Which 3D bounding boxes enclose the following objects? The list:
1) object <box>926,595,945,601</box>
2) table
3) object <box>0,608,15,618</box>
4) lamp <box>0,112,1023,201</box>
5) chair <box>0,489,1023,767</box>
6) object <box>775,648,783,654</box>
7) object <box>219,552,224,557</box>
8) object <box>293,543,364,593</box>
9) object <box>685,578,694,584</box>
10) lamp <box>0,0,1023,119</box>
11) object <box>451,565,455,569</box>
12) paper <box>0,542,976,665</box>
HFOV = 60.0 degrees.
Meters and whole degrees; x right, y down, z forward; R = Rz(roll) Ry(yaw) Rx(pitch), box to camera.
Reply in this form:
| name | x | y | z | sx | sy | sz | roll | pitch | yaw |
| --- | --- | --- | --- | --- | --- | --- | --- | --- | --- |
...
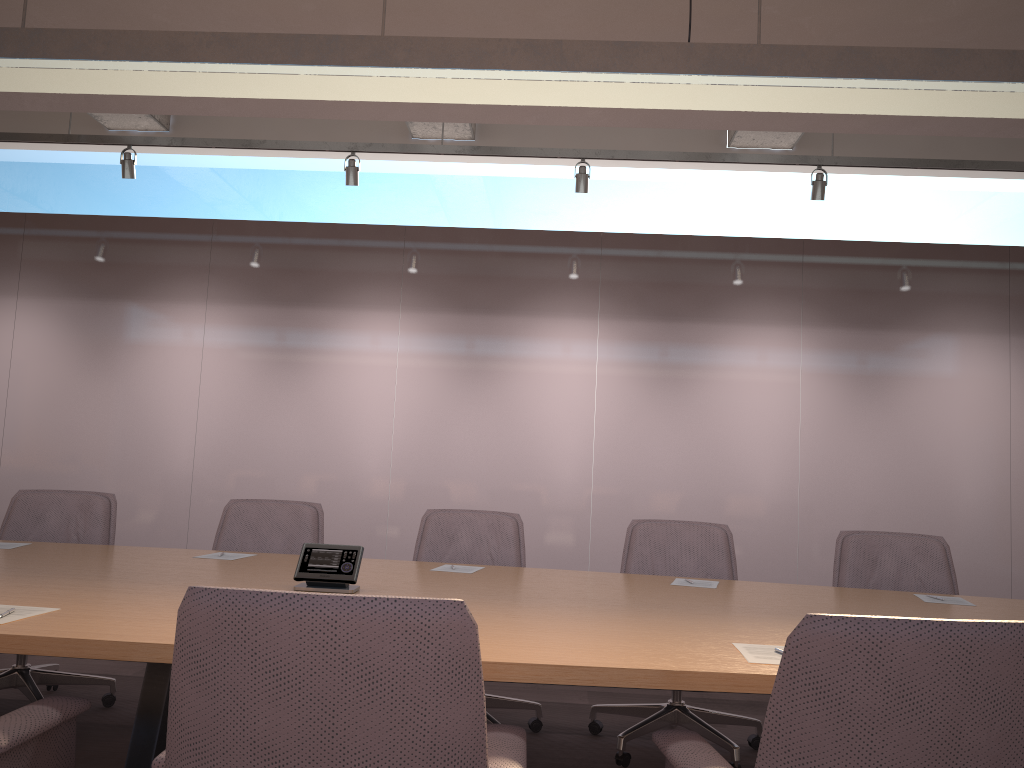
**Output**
| name | x | y | z | sx | sy | sz | roll | pitch | yaw |
| --- | --- | --- | --- | --- | --- | --- | --- | --- | --- |
| object | 1.580 | 0.797 | 3.314 | 0.009 | 0.009 | 0.125 | 3 | -5 | -4 |
| table | -0.829 | 1.014 | 2.801 | 8.000 | 0.748 | 1.885 | 2 | -5 | 3 |
| object | -1.208 | 0.547 | 2.114 | 0.009 | 0.009 | 0.125 | 4 | -6 | -13 |
| lamp | -0.404 | -2.185 | 3.042 | 12.467 | 1.321 | 5.699 | 2 | -5 | 3 |
| chair | -0.929 | 0.909 | 2.825 | 9.673 | 0.948 | 3.001 | 2 | -5 | 4 |
| object | 0.649 | 0.633 | 2.072 | 0.009 | 0.009 | 0.125 | 4 | -6 | -14 |
| object | -1.183 | 0.693 | 3.616 | 0.009 | 0.009 | 0.125 | 4 | -6 | -10 |
| object | -0.579 | 0.580 | 2.801 | 0.200 | 0.139 | 0.110 | 2 | -5 | 3 |
| object | 0.691 | 0.768 | 3.463 | 0.009 | 0.009 | 0.125 | 3 | -5 | -2 |
| lamp | -0.311 | -1.907 | 3.050 | 6.974 | 1.864 | 0.200 | 2 | -5 | 3 |
| object | -0.237 | 0.733 | 3.560 | 0.009 | 0.009 | 0.125 | 3 | -6 | -7 |
| paper | -0.719 | 0.646 | 2.839 | 6.800 | 0.001 | 1.713 | 2 | -5 | 3 |
